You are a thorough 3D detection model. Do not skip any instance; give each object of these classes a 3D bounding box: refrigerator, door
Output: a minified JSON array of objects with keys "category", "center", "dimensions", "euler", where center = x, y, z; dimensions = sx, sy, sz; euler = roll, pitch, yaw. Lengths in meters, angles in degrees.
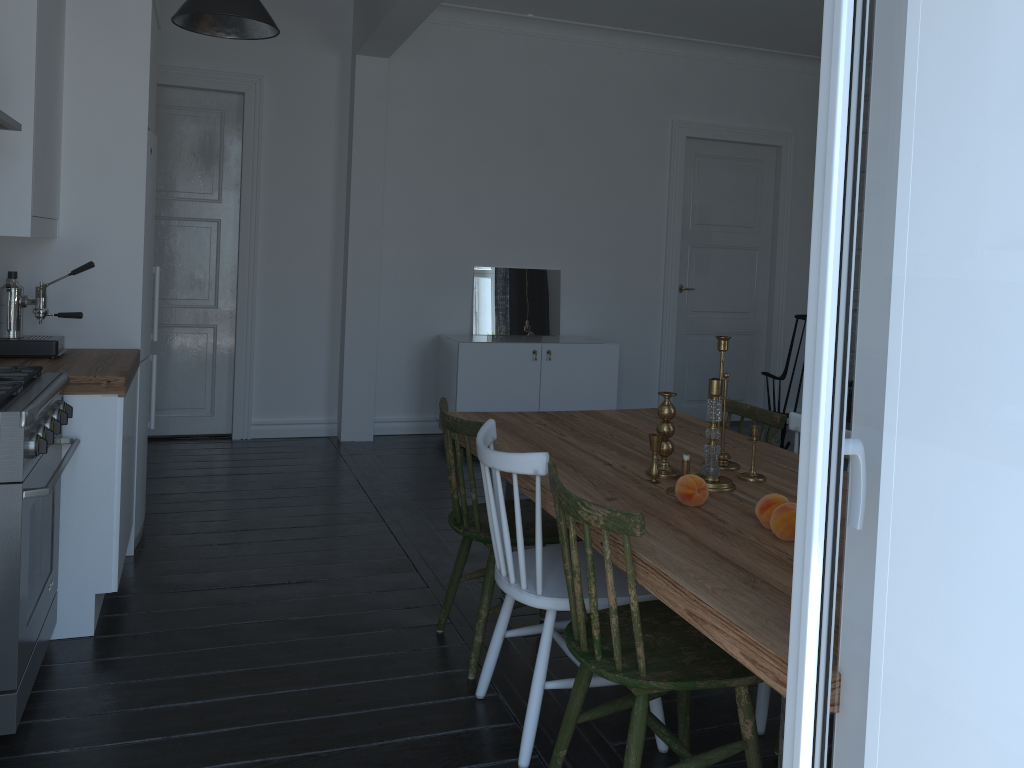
[{"category":"refrigerator","center":[-1.945,-0.217,3.897],"dimensions":[0.680,1.794,0.579],"euler":[2,2,-20]},{"category":"door","center":[0.510,0.175,0.955],"dimensions":[0.105,2.017,0.589],"euler":[2,2,-14]},{"category":"door","center":[1.762,-0.890,7.300],"dimensions":[1.168,2.464,0.116],"euler":[2,2,-20]},{"category":"door","center":[-2.239,-0.858,5.869],"dimensions":[1.040,2.464,0.116],"euler":[2,2,-20]}]

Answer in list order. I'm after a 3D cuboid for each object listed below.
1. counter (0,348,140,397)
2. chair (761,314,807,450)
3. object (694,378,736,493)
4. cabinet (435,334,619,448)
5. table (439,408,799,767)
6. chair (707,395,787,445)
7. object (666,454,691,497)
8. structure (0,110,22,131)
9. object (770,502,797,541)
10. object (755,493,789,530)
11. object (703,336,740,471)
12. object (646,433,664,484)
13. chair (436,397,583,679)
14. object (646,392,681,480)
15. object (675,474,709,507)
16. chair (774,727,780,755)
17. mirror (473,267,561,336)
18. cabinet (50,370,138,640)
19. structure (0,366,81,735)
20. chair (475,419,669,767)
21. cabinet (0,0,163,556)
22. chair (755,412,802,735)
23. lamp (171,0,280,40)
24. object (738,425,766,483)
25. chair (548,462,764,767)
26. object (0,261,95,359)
[{"category":"counter","center":[-1.444,0.130,2.103],"dimensions":[0.845,0.073,3.132],"euler":[0,9,-19]},{"category":"chair","center":[2.032,0.058,5.950],"dimensions":[0.614,1.000,0.909],"euler":[4,5,25]},{"category":"object","center":[0.573,0.139,2.508],"dimensions":[0.141,0.309,0.140],"euler":[4,3,23]},{"category":"cabinet","center":[0.109,0.040,6.389],"dimensions":[1.199,0.732,0.595],"euler":[0,5,-20]},{"category":"table","center":[0.549,0.632,2.582],"dimensions":[1.017,0.711,2.250],"euler":[0,8,-20]},{"category":"chair","center":[0.688,0.485,3.252],"dimensions":[0.485,0.823,0.471],"euler":[1,4,-21]},{"category":"object","center":[0.476,0.246,2.415],"dimensions":[0.102,0.113,0.103],"euler":[-1,6,-34]},{"category":"structure","center":[-1.648,-1.389,2.351],"dimensions":[0.528,1.299,0.638],"euler":[2,3,-20]},{"category":"object","center":[0.645,0.321,2.047],"dimensions":[0.083,0.089,0.088],"euler":[0,6,-30]},{"category":"object","center":[0.634,0.309,2.130],"dimensions":[0.091,0.087,0.084],"euler":[3,5,6]},{"category":"object","center":[0.664,0.057,2.747],"dimensions":[0.114,0.409,0.114],"euler":[4,3,32]},{"category":"object","center":[0.409,0.214,2.523],"dimensions":[0.049,0.138,0.049],"euler":[2,3,-20]},{"category":"chair","center":[-0.013,0.490,3.003],"dimensions":[0.485,0.824,0.471],"euler":[1,4,-21]},{"category":"object","center":[0.454,0.150,2.607],"dimensions":[0.100,0.246,0.101],"euler":[3,3,4]},{"category":"object","center":[0.470,0.278,2.307],"dimensions":[0.084,0.083,0.090],"euler":[2,5,-7]},{"category":"chair","center":[1.032,0.635,2.343],"dimensions":[0.485,0.824,0.471],"euler":[1,4,-21]},{"category":"mirror","center":[0.042,-0.621,6.638],"dimensions":[0.695,0.500,0.054],"euler":[0,2,-20]},{"category":"cabinet","center":[-1.520,0.561,2.102],"dimensions":[0.728,0.808,3.217],"euler":[2,8,-12]},{"category":"structure","center":[-1.655,0.397,2.476],"dimensions":[0.721,1.015,0.706],"euler":[1,4,-20]},{"category":"chair","center":[0.135,0.558,2.535],"dimensions":[0.509,0.838,0.469],"euler":[1,3,-20]},{"category":"cabinet","center":[-1.566,-0.262,2.389],"dimensions":[0.779,2.355,3.829],"euler":[2,6,-16]},{"category":"chair","center":[0.884,0.551,2.811],"dimensions":[0.509,0.838,0.469],"euler":[1,3,-20]},{"category":"lamp","center":[-1.038,-1.789,3.252],"dimensions":[0.385,0.935,0.387],"euler":[2,3,-11]},{"category":"object","center":[0.716,0.203,2.609],"dimensions":[0.080,0.160,0.080],"euler":[4,3,27]},{"category":"chair","center":[0.331,0.640,2.094],"dimensions":[0.485,0.823,0.471],"euler":[1,4,-21]},{"category":"object","center":[-1.783,-0.289,3.343],"dimensions":[0.353,0.368,0.207],"euler":[1,4,-20]}]
